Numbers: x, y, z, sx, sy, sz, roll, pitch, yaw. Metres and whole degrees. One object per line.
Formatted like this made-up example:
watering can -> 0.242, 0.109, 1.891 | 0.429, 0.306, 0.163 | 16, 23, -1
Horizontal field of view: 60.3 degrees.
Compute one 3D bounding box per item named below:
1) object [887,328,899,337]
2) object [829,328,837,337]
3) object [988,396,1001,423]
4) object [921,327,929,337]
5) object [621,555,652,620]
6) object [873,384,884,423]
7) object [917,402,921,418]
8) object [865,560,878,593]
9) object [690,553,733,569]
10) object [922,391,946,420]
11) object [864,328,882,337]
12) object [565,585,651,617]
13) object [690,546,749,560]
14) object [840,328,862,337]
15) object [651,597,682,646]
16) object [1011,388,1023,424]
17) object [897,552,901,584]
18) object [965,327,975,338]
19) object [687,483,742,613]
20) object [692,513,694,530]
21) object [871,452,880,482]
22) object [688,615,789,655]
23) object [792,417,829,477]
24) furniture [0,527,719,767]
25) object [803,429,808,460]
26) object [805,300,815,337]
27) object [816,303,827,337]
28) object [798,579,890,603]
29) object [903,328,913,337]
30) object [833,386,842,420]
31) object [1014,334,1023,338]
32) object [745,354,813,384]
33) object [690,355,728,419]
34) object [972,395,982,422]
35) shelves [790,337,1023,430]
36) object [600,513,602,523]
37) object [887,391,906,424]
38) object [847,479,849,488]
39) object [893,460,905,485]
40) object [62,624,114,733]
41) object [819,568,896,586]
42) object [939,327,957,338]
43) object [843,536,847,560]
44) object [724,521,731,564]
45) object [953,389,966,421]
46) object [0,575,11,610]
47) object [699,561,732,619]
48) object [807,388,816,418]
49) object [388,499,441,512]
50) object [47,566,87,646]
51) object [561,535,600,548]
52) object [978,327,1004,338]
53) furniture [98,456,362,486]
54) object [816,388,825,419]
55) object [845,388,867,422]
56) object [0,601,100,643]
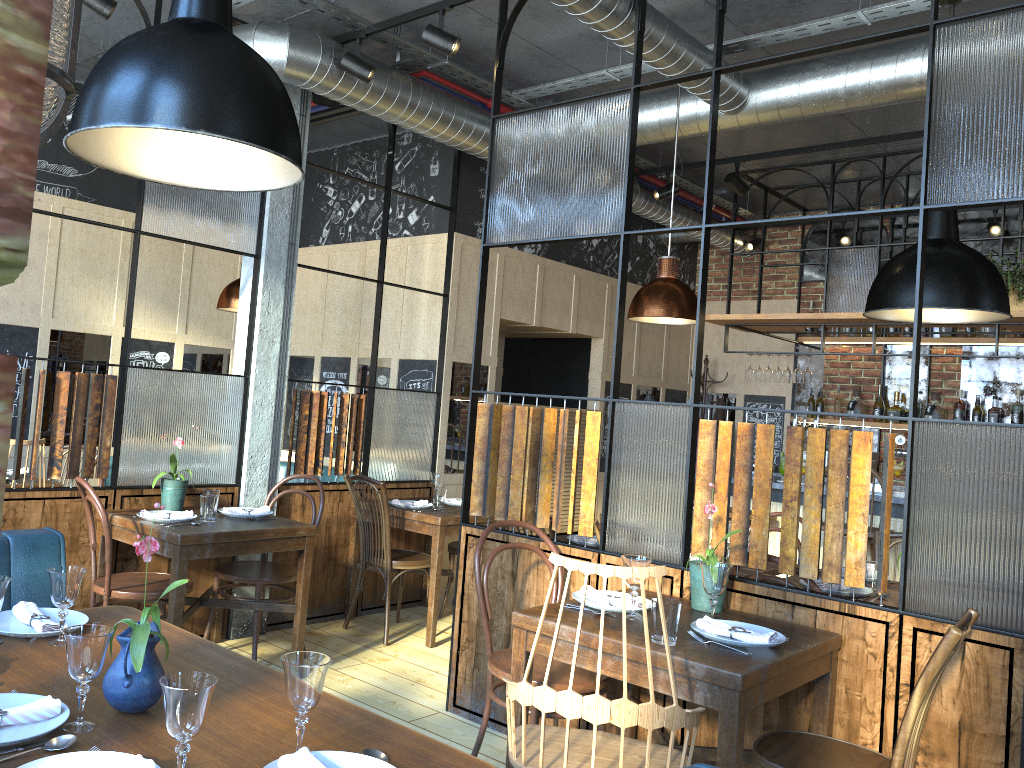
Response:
object -> 3.162, -0.538, 7.299 | 0.083, 0.318, 0.078 | 3, -3, 21
object -> 2.777, -0.543, 7.613 | 0.055, 0.288, 0.056 | 5, -3, -11
object -> 3.679, 0.223, 6.719 | 0.081, 0.263, 0.075 | 2, -3, 42
object -> 3.328, -0.501, 7.137 | 0.081, 0.263, 0.075 | 2, -3, 42
object -> 0.390, 0.648, 2.806 | 0.098, 0.192, 0.098 | 4, -2, -2
object -> 3.037, 0.161, 7.291 | 0.083, 0.318, 0.078 | 3, -3, 21
object -> 3.253, 0.190, 7.111 | 0.079, 0.284, 0.072 | 2, -3, 42
object -> 1.471, 0.787, 3.593 | 0.087, 0.119, 0.081 | 3, -2, 23
object -> 0.831, 0.784, 3.964 | 0.340, 0.051, 0.256 | 3, -2, 44
object -> 3.351, 0.195, 6.999 | 0.117, 0.283, 0.176 | 6, -3, -36
object -> 3.028, -0.504, 7.385 | 0.085, 0.235, 0.150 | 7, -3, -44
object -> 0.325, 0.718, 2.939 | 0.282, 0.051, 0.309 | 3, -2, 44
object -> 1.045, 0.809, 4.303 | 0.340, 0.051, 0.256 | 3, -2, 44
object -> 2.891, -0.535, 7.512 | 0.117, 0.283, 0.176 | 6, -3, -36
object -> 0.438, 0.680, 2.523 | 0.088, 0.119, 0.081 | 3, -3, 30
object -> 3.808, 0.197, 6.635 | 0.073, 0.330, 0.078 | 5, -3, -26
object -> 1.643, 0.645, 3.530 | 0.131, 0.431, 0.227 | 6, -3, -31
object -> 3.595, -0.487, 6.911 | 0.069, 0.264, 0.063 | 2, -3, 40
object -> 0.687, 0.559, 3.010 | 0.136, 0.427, 0.213 | 5, -2, -17
object -> 0.906, 0.727, 4.270 | 0.098, 0.192, 0.098 | 4, -2, -2
object -> 2.908, 0.680, 7.272 | 0.218, 0.246, 0.216 | 4, -2, 1
object -> 0.685, 0.737, 2.642 | 0.282, 0.051, 0.309 | 3, -2, 44
object -> 2.544, 0.537, 7.591 | 0.325, 0.492, 0.195 | 2, -3, 41
furniture -> -1.049, 0.923, 1.730 | 2.737, 0.823, 1.300 | 3, -2, 41
object -> 2.552, 0.545, 7.602 | 0.271, 0.303, 0.081 | 2, -3, 41
object -> 2.625, -0.572, 7.751 | 0.073, 0.330, 0.078 | 5, -3, -26
object -> 2.712, -0.553, 7.695 | 0.082, 0.303, 0.090 | 6, -3, -39
object -> 1.313, 0.809, 3.526 | 0.340, 0.051, 0.256 | 3, -2, 44
object -> 3.256, -0.515, 7.224 | 0.079, 0.284, 0.072 | 2, -3, 42
object -> 2.773, 0.162, 7.501 | 0.055, 0.288, 0.056 | 5, -3, -11
object -> 3.854, -0.474, 6.686 | 0.069, 0.264, 0.063 | 2, -3, 34
object -> 1.979, -0.115, 6.553 | 0.522, 0.208, 0.063 | 3, -3, 41
object -> 1.720, 0.718, 8.175 | 0.346, 1.991, 0.359 | 5, -3, -27
object -> 3.590, 0.218, 6.799 | 0.068, 0.264, 0.064 | 3, -3, 22
shelves -> 3.445, 0.015, 7.222 | 2.220, 0.746, 0.575 | 3, -2, 41
object -> 0.498, 0.740, 4.613 | 0.087, 0.119, 0.082 | 4, -2, 17
object -> 3.132, 0.192, 7.184 | 0.122, 0.265, 0.111 | 2, -3, 42
object -> 2.379, 0.707, 6.286 | 0.043, 0.059, 0.040 | 3, -3, 30
object -> 3.121, 0.717, 7.133 | 0.102, 0.197, 0.109 | 5, -2, -21
object -> -0.860, 0.591, 1.769 | 0.095, 0.192, 0.101 | 5, -2, -20
object -> 1.506, 0.834, 3.903 | 0.340, 0.051, 0.256 | 3, -2, 44
object -> 3.468, -0.495, 7.008 | 0.122, 0.265, 0.111 | 2, -3, 42
object -> 1.409, 0.753, 3.794 | 0.094, 0.192, 0.102 | 5, -3, -29
object -> 0.980, 0.726, 4.006 | 0.094, 0.192, 0.102 | 5, -3, -29
object -> 3.502, 0.194, 6.892 | 0.082, 0.303, 0.089 | 6, -3, -30
object -> -1.279, 0.569, 2.140 | 0.095, 0.192, 0.101 | 5, -2, -20
object -> 0.638, 0.667, 2.787 | 0.101, 0.192, 0.095 | 3, -2, 16
object -> 2.603, 0.165, 7.657 | 0.063, 0.264, 0.068 | 5, -3, -27
object -> -0.590, 0.709, 5.238 | 0.340, 0.051, 0.256 | 3, -2, 44
object -> -1.174, 0.582, 2.309 | 0.095, 0.192, 0.101 | 5, -2, -20
object -> 0.419, 0.762, 4.307 | 0.340, 0.051, 0.256 | 3, -2, 44
object -> 3.700, -0.492, 6.809 | 0.117, 0.283, 0.176 | 6, -3, -36
furniture -> -1.830, 0.979, 6.086 | 1.512, 0.823, 1.420 | 3, -2, 41
object -> 2.664, 0.169, 7.604 | 0.068, 0.264, 0.063 | 3, -3, 28
object -> 2.887, 0.170, 7.399 | 0.117, 0.283, 0.176 | 6, -3, -36
object -> -1.316, 0.645, 2.407 | 0.282, 0.051, 0.309 | 3, -2, 44
